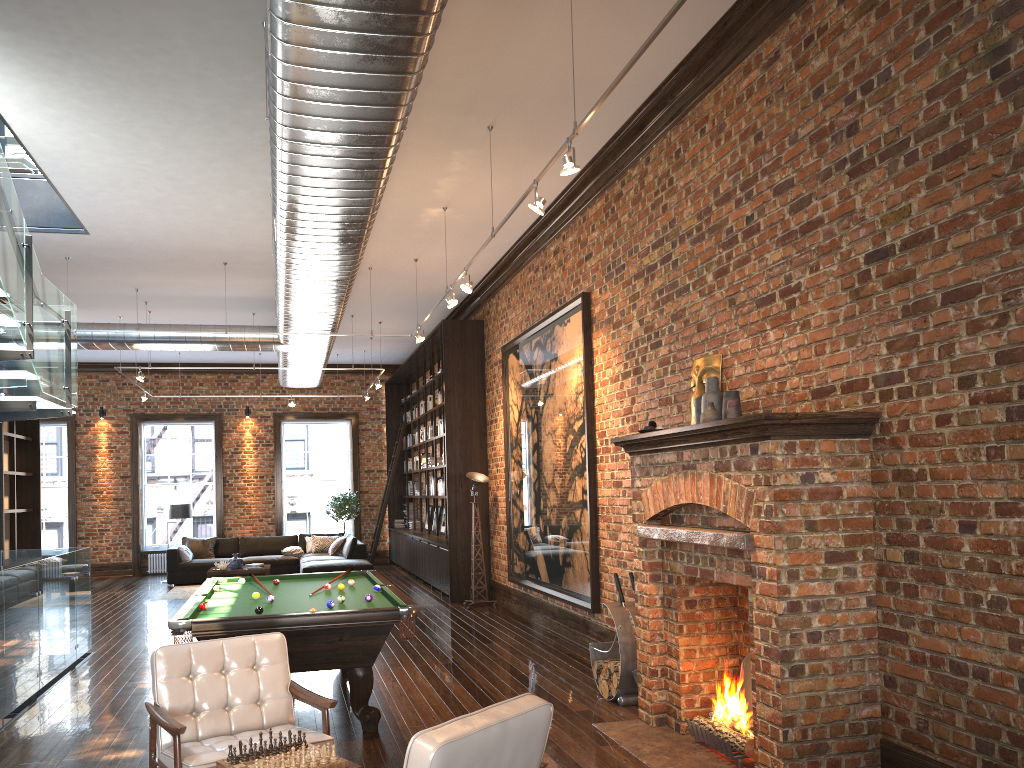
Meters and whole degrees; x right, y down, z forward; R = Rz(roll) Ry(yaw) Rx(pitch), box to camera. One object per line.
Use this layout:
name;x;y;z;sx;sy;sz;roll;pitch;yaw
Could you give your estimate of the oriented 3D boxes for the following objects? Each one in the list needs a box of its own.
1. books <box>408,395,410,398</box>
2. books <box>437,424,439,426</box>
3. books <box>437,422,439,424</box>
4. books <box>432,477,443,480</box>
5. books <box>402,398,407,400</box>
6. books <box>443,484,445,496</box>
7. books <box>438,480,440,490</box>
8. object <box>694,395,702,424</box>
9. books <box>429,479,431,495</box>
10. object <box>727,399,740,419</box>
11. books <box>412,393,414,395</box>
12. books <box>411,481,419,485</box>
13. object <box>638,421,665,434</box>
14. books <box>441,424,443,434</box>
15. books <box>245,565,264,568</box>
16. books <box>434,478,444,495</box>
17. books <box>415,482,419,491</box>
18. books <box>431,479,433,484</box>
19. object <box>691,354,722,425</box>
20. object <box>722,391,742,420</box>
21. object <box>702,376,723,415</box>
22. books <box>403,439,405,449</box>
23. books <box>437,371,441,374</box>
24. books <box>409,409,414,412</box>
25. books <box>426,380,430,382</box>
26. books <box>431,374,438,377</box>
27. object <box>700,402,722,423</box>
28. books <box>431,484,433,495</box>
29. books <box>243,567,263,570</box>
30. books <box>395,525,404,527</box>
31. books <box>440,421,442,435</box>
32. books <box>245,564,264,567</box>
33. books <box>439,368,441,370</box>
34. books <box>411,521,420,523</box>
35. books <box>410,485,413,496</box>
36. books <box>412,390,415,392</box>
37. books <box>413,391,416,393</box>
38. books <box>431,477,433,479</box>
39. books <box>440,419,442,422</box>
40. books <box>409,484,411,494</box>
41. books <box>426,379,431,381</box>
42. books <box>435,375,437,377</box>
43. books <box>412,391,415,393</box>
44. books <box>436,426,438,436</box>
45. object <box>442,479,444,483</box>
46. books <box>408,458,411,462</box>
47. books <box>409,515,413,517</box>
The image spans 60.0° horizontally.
books;-2.065;0.266;18.682;0.229;0.033;0.275;0;-7;-11
books;-1.228;0.819;15.499;0.186;0.243;0.079;-1;-2;-15
books;-1.235;0.808;15.546;0.179;0.274;0.099;-1;-3;-15
books;-1.354;1.860;16.165;0.182;0.335;0.016;-1;-2;-15
books;-2.303;0.340;19.600;0.230;0.015;0.314;1;-7;-18
books;-1.086;1.803;15.118;0.165;0.196;0.027;-1;-2;-15
books;-1.218;1.833;15.655;0.158;0.268;0.032;-1;-2;-15
object;1.244;0.197;5.749;0.118;0.249;0.118;-3;-3;33
books;-1.456;1.928;16.568;0.184;0.300;0.016;-1;-2;-15
object;1.324;0.178;5.308;0.082;0.178;0.082;-3;-3;28
books;-1.956;0.201;18.306;0.205;0.024;0.250;0;-7;-11
books;-2.065;2.226;18.930;0.165;0.303;0.013;-1;-2;-15
object;0.949;0.294;5.886;0.237;0.105;0.238;-1;-6;-4
books;-1.117;0.784;15.084;0.180;0.208;0.024;-1;-2;-15
books;-4.450;3.156;15.330;0.205;0.024;0.263;-4;-7;20
books;-1.307;1.844;15.959;0.186;0.316;0.015;-1;-2;-15
books;-1.964;2.197;18.618;0.129;0.281;0.030;-1;-2;-15
books;-1.423;1.911;16.479;0.170;0.310;0.039;-1;-2;-15
object;1.288;0.086;6.027;0.125;0.534;0.411;-1;-4;-15
object;1.349;0.160;5.438;0.120;0.241;0.121;-2;-3;5
object;1.272;0.129;5.608;0.145;0.348;0.145;-3;-3;22
books;-2.328;1.322;19.724;0.176;0.294;0.017;-1;-2;-15
books;-1.143;-0.200;15.133;0.216;0.020;0.236;0;-7;-17
books;-2.101;0.692;18.906;0.167;0.336;0.016;-1;-2;-15
books;-1.502;-0.051;16.535;0.199;0.017;0.304;1;-7;-19
books;-1.320;-0.151;15.828;0.205;0.017;0.362;0;-7;-17
object;1.208;0.194;5.379;0.136;0.168;0.136;-4;-4;28
books;-1.408;1.951;16.376;0.174;0.206;0.031;-1;-2;-15
books;-4.381;3.114;14.989;0.262;0.024;0.206;3;-8;-37
books;-2.473;3.115;19.469;0.201;0.012;0.246;0;-7;-11
books;-1.161;0.781;15.298;0.166;0.268;0.011;-1;-2;-15
books;-4.447;3.129;15.324;0.205;0.028;0.263;-4;-7;18
books;-1.130;-0.267;15.139;0.188;0.017;0.277;0;-7;-13
books;-2.010;2.892;18.589;0.227;0.007;0.372;0;-7;-12
books;-2.051;2.246;18.807;0.212;0.232;0.019;-1;-2;-15
books;-1.950;0.145;18.310;0.192;0.007;0.367;0;-7;-13
books;-1.835;0.153;17.777;0.232;0.006;0.290;1;-7;-18
books;-1.430;1.901;16.504;0.144;0.336;0.013;-1;-2;-15
books;-1.164;0.763;15.313;0.152;0.306;0.017;-1;-2;-15
books;-2.115;2.278;19.108;0.188;0.243;0.026;-1;-2;-15
books;-1.506;-0.067;16.534;0.215;0.015;0.321;0;-7;-17
books;-1.304;-0.123;15.831;0.171;0.021;0.308;1;-7;-18
books;-1.961;0.180;18.305;0.216;0.018;0.378;0;-7;-16
books;-1.220;0.832;15.467;0.223;0.208;0.065;-1;-3;-15
object;-1.123;1.779;15.272;0.166;0.281;0.015;-1;-2;-15
books;-2.168;1.768;19.278;0.179;0.298;0.015;-1;-2;-15
books;-2.210;2.899;19.489;0.183;0.033;0.272;-1;-7;-9
